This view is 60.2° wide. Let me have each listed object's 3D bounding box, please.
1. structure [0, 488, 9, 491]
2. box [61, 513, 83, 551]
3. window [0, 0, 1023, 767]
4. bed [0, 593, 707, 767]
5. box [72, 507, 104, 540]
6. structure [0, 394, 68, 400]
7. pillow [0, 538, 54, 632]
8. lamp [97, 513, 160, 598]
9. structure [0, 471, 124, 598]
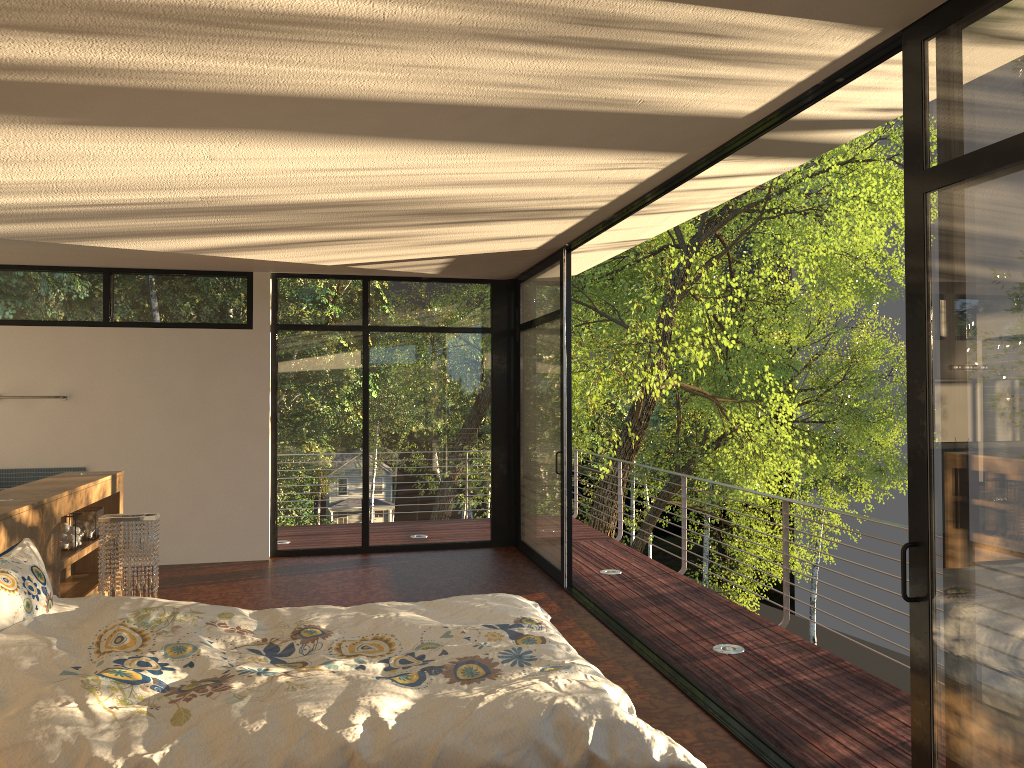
[{"bbox_3d":[-3.885,0.833,7.106,0.512,0.021,0.195,0,-1,-14],"label":"structure"},{"bbox_3d":[-2.250,0.745,4.464,0.118,0.171,0.122,0,-1,-13],"label":"box"},{"bbox_3d":[-2.257,0.200,2.552,6.955,2.514,10.144,0,-1,-13],"label":"window"},{"bbox_3d":[-0.697,1.100,2.786,2.189,0.712,1.799,0,-1,-13],"label":"bed"},{"bbox_3d":[-2.304,0.756,4.784,0.136,0.156,0.155,0,-1,-13],"label":"box"},{"bbox_3d":[-3.886,0.106,7.124,0.547,0.056,0.195,0,-1,-14],"label":"structure"},{"bbox_3d":[-1.702,0.778,2.944,0.256,0.439,0.612,0,-1,-8],"label":"pillow"},{"bbox_3d":[-1.787,0.975,4.156,0.265,0.730,0.160,0,-1,-14],"label":"lamp"},{"bbox_3d":[-1.884,0.966,2.349,0.313,0.974,5.703,0,-1,-11],"label":"structure"}]
